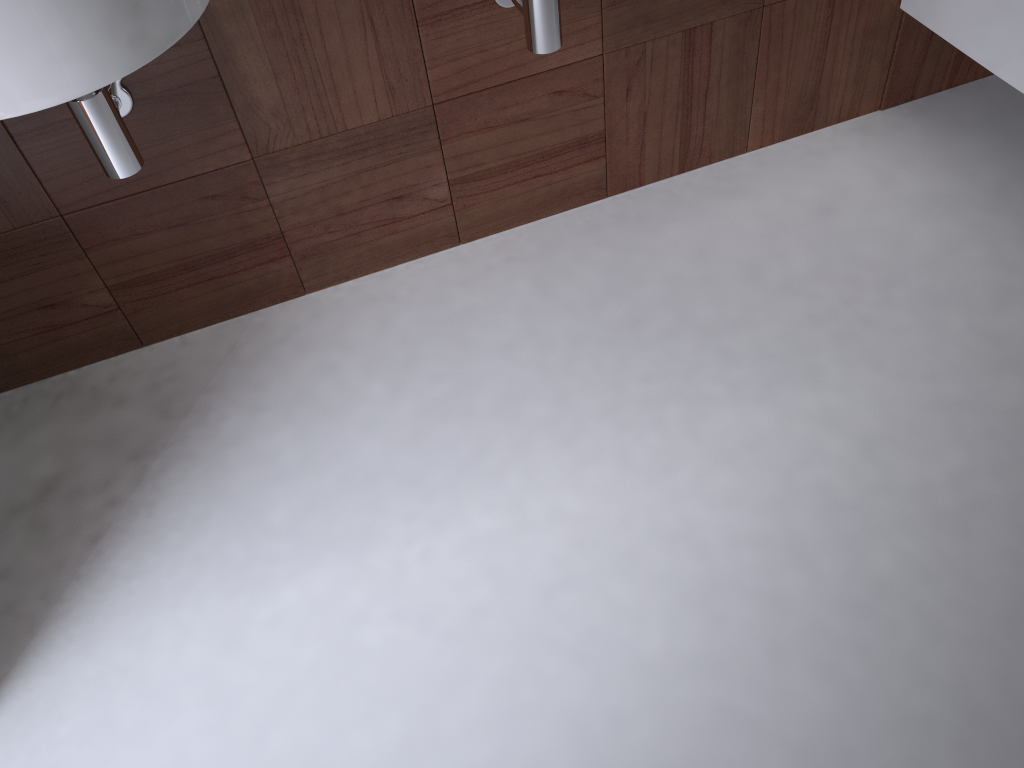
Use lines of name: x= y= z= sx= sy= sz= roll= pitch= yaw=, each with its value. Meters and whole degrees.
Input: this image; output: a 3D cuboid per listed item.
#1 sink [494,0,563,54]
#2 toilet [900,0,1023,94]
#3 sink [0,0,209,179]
sink: x=0.028 y=-0.695 z=1.033 sx=0.415 sy=0.715 sz=0.417 roll=-19 pitch=51 yaw=-8
toilet: x=0.987 y=-0.626 z=1.517 sx=0.329 sy=0.284 sz=0.547 roll=-19 pitch=51 yaw=-8
sink: x=-0.563 y=-0.489 z=0.943 sx=0.415 sy=0.715 sz=0.417 roll=-19 pitch=51 yaw=-8
